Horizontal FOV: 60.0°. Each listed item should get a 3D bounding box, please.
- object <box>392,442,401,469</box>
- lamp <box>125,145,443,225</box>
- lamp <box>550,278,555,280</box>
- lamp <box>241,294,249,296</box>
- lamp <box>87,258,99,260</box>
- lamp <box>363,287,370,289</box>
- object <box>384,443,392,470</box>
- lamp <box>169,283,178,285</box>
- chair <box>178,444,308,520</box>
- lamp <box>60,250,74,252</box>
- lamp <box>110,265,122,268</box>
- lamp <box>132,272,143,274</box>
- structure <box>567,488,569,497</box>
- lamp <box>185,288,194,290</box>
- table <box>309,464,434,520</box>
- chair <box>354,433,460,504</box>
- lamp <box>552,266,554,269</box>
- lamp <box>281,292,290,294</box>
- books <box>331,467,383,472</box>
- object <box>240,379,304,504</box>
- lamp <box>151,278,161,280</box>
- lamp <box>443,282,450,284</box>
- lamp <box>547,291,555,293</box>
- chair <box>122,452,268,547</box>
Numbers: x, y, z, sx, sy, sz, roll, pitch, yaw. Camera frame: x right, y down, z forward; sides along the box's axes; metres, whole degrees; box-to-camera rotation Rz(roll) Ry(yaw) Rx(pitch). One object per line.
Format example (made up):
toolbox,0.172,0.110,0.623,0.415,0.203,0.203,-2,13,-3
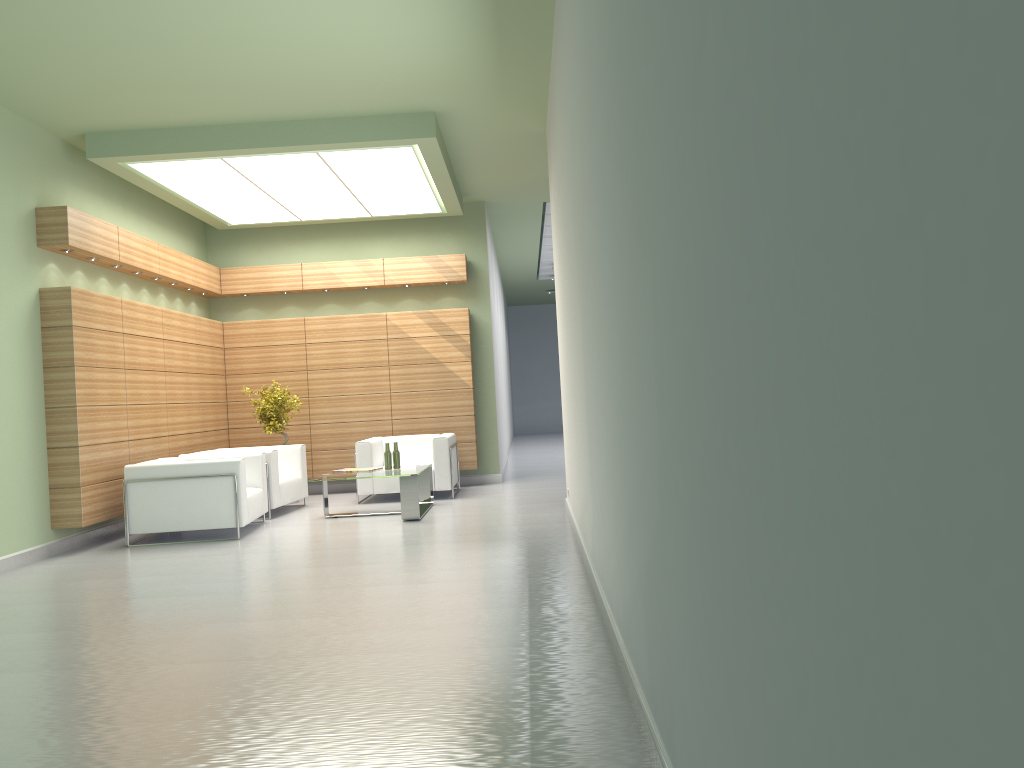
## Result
object,-2.054,1.268,15.739,0.131,0.475,0.131,-3,-1,-34
lamp,-3.817,-3.748,16.554,4.571,0.325,5.060,-3,-1,1
lamp,1.753,-4.047,33.641,0.657,0.159,0.286,-3,-1,1
lamp,-5.927,-2.002,19.698,0.181,0.074,0.181,-3,-1,-5
lamp,-6.706,-2.024,14.187,0.181,0.074,0.181,-3,-1,-16
lamp,-3.233,-2.154,19.655,0.181,0.074,0.181,-3,-1,-5
object,-2.185,1.274,15.620,0.131,0.475,0.131,-3,-1,-34
lamp,-6.653,-1.988,17.414,0.181,0.074,0.181,-3,-1,-16
chair,-4.967,1.834,16.655,1.769,1.234,1.894,-3,-1,6
lamp,-6.719,-2.033,13.391,0.181,0.074,0.181,-3,-1,-27
lamp,-6.693,-2.015,14.999,0.181,0.074,0.181,-3,-1,-16
lamp,-6.680,-2.006,15.801,0.181,0.074,0.181,-3,-1,-27
structure,0.889,1.711,13.998,0.017,0.118,0.262,-3,-1,1
lamp,-6.640,-1.979,18.234,0.181,0.074,0.181,-3,-1,-27
table,-2.382,1.894,15.486,1.783,0.742,2.197,-3,-1,1
chair,-2.094,1.689,18.051,1.894,1.234,1.802,-3,-1,1
lamp,1.703,-4.081,30.594,0.657,0.159,0.286,-3,-1,1
lamp,-5.030,-2.052,19.684,0.181,0.074,0.181,-3,-1,-5
books,-2.764,1.534,15.848,0.762,0.025,0.508,-3,-1,21
object,-4.936,1.177,18.296,1.201,2.565,1.116,-3,-1,-31
lamp,-6.666,-1.997,16.615,0.181,0.074,0.181,-3,-1,-16
lamp,-1.447,-2.255,19.627,0.181,0.074,0.181,-3,-1,-5
lamp,1.826,-3.997,38.104,0.657,0.159,0.286,-3,-1,1
chair,-5.022,1.809,14.331,1.802,1.234,1.894,-3,-1,-4
